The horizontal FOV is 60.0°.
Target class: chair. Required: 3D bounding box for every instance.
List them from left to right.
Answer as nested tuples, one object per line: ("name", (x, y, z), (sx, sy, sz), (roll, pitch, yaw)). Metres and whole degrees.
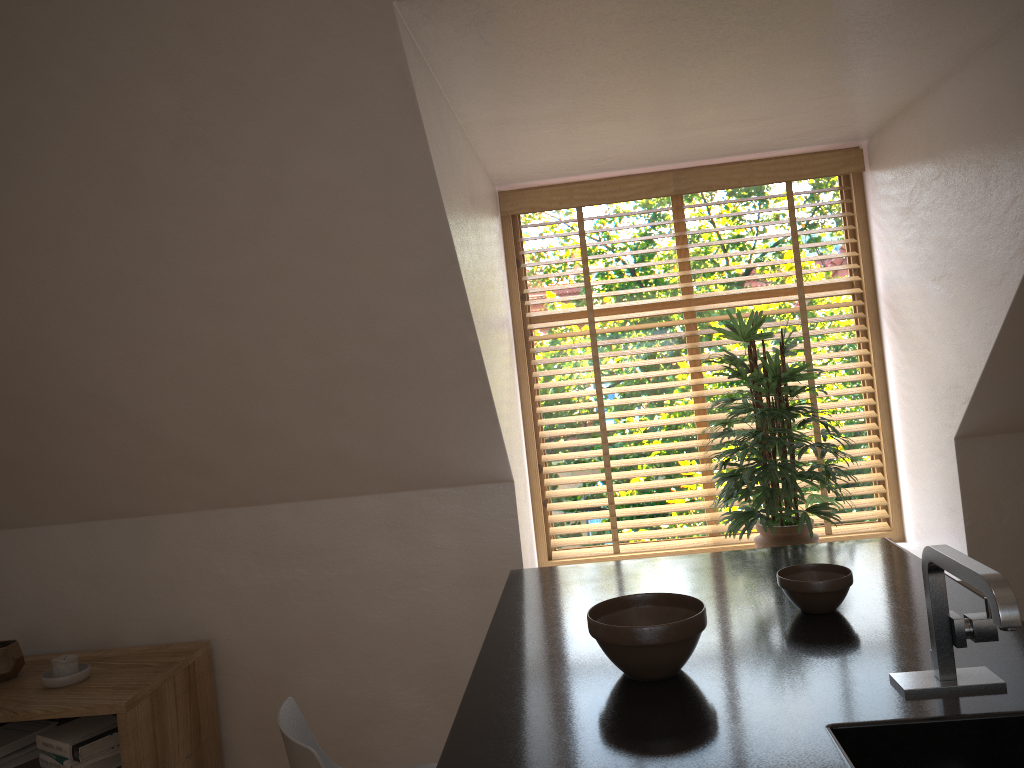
("chair", (-0.181, 1.028, 1.684), (0.430, 0.867, 0.403), (-6, -1, -22))

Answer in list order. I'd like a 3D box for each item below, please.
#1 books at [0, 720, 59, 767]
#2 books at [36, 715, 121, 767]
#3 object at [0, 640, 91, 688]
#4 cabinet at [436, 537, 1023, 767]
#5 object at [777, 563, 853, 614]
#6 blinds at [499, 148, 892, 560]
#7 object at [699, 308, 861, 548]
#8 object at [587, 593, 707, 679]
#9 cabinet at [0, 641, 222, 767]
("books", (-1.597, 1.141, 2.755), (0.210, 0.073, 0.307), (-6, 1, 30))
("books", (-1.279, 1.093, 2.683), (0.277, 0.101, 0.221), (-5, 1, 42))
("object", (-1.540, 0.893, 2.834), (0.425, 0.114, 0.148), (-6, 0, 20))
("cabinet", (0.420, 0.839, 1.163), (0.999, 1.136, 2.437), (-6, 1, 5))
("object", (0.612, 0.416, 1.783), (0.146, 0.075, 0.145), (-6, 1, -26))
("blinds", (0.738, -0.103, 3.524), (1.429, 1.486, 0.069), (-6, -1, 5))
("object", (0.939, 0.202, 3.146), (0.518, 0.977, 0.554), (-6, -1, 0))
("object", (0.238, 0.444, 1.542), (0.206, 0.106, 0.206), (-6, 1, -26))
("cabinet", (-1.914, 1.308, 2.852), (1.757, 0.634, 0.596), (-6, 0, 5))
